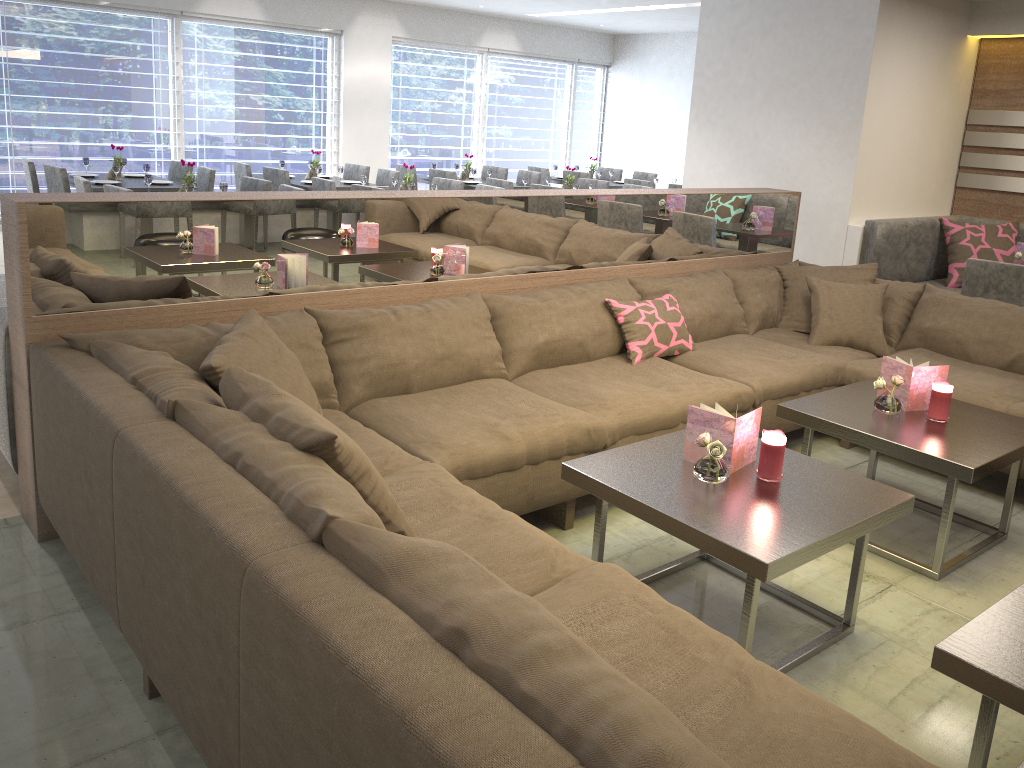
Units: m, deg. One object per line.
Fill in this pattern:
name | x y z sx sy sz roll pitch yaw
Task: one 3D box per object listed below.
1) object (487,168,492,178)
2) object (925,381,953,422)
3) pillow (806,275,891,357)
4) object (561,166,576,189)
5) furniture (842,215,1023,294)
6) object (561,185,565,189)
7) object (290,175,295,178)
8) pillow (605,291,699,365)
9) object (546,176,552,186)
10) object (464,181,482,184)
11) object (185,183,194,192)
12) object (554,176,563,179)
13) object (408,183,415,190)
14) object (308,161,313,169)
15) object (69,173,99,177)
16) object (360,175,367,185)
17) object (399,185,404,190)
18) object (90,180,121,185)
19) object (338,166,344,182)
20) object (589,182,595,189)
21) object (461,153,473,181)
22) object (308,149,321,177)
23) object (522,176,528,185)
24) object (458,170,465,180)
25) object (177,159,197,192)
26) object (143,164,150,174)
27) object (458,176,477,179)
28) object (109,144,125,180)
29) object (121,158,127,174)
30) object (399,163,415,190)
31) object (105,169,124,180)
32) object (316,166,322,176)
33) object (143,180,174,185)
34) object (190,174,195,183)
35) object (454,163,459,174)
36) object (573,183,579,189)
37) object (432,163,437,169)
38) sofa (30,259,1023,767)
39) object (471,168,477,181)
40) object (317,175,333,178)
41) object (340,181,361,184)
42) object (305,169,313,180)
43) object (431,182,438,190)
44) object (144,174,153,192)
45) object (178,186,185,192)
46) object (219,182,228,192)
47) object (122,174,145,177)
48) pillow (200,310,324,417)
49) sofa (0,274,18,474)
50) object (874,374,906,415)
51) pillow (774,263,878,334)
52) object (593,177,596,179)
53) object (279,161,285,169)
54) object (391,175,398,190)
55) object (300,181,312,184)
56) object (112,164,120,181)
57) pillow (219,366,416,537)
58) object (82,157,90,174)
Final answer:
object | -0.230 -2.141 9.055 0.053 0.137 0.054 5 14 7
object | 1.428 0.056 2.948 0.076 0.126 0.076 9 15 21
pillow | 1.527 -0.304 4.018 0.380 0.317 0.239 5 14 4
object | 0.508 -1.815 7.905 0.104 0.271 0.156 -9 18 -41
furniture | 3.072 0.316 2.598 4.280 0.838 5.724 -10 22 -38
object | 0.459 -1.747 7.970 0.070 0.098 0.206 9 17 19
object | -2.093 -1.899 8.088 0.218 0.015 0.220 -10 22 -38
pillow | 0.578 -0.234 3.621 0.467 0.248 0.182 -12 21 -43
object | 0.346 -1.888 8.343 0.053 0.137 0.054 5 14 7
object | -0.403 -1.989 8.729 0.218 0.015 0.219 12 19 26
object | -2.042 -1.202 5.601 0.053 0.137 0.054 5 14 7
object | 0.598 -2.401 10.287 0.218 0.015 0.219 12 19 26
object | -0.755 -1.442 6.653 0.053 0.137 0.054 5 14 7
object | -1.913 -2.049 8.408 0.053 0.137 0.054 4 13 2
object | -3.397 -1.655 7.021 0.218 0.015 0.220 -10 22 -38
object | -1.192 -1.601 7.086 0.053 0.137 0.054 4 13 2
object | -0.860 -1.501 6.892 0.070 0.098 0.206 9 17 19
object | -3.026 -1.499 6.585 0.218 0.015 0.220 -10 22 -38
object | -1.547 -1.895 7.978 0.053 0.137 0.054 4 13 2
object | 0.712 -1.735 7.913 0.053 0.137 0.054 5 14 7
object | -0.454 -2.220 9.036 0.104 0.271 0.156 -9 18 -41
object | -1.773 -1.974 7.958 0.104 0.271 0.156 -9 18 -41
object | 0.121 -1.846 8.159 0.053 0.137 0.054 5 14 7
object | -0.504 -2.152 9.100 0.070 0.098 0.206 9 17 19
object | -2.115 -1.326 5.761 0.104 0.271 0.156 -9 18 -41
object | -2.854 -1.651 6.909 0.053 0.137 0.054 4 13 2
object | -0.477 -2.201 9.408 0.218 0.015 0.219 12 19 26
object | -3.077 -1.730 6.892 0.104 0.271 0.156 -9 18 -41
object | -3.221 -1.805 7.339 0.053 0.137 0.054 4 13 2
object | -0.810 -1.569 6.828 0.104 0.271 0.156 -9 18 -41
object | -3.127 -1.662 6.956 0.070 0.098 0.206 9 17 19
object | -1.702 -1.848 7.791 0.053 0.137 0.054 4 13 2
object | -2.729 -1.555 6.828 0.218 0.015 0.220 -10 22 -38
object | -2.254 -1.403 6.218 0.053 0.137 0.054 5 14 7
object | -0.596 -2.295 9.485 0.053 0.137 0.054 5 14 7
object | 0.557 -1.687 7.726 0.053 0.137 0.054 5 14 7
object | -0.821 -2.253 9.301 0.053 0.137 0.054 5 14 7
sofa | 1.080 0.307 2.528 3.787 0.664 3.222 -10 22 -38
object | -0.385 -2.094 8.868 0.053 0.137 0.054 5 14 7
object | -1.795 -1.954 8.330 0.218 0.015 0.220 -10 22 -38
object | -1.424 -1.799 7.895 0.218 0.015 0.220 -10 22 -38
object | -1.823 -1.906 8.023 0.070 0.098 0.206 9 17 19
object | -0.600 -1.489 6.840 0.053 0.137 0.054 5 14 7
object | -2.479 -1.361 6.034 0.053 0.137 0.054 5 14 7
object | -2.164 -1.258 5.825 0.070 0.098 0.206 9 17 19
object | -1.888 -1.249 5.788 0.053 0.137 0.054 5 14 7
object | -3.100 -1.711 7.264 0.218 0.015 0.220 -10 22 -38
pillow | -0.676 0.017 2.440 0.297 0.350 0.512 2 16 -8
sofa | -0.337 -0.268 4.205 3.819 0.617 0.847 -10 21 -39
object | 1.276 0.031 2.997 0.102 0.130 0.093 7 15 14
pillow | 1.502 -0.396 4.215 0.528 0.387 0.296 9 15 18
object | 0.895 -2.457 10.530 0.217 0.015 0.221 7 17 12
object | -2.138 -2.007 8.224 0.053 0.137 0.054 4 13 2
object | -0.967 -1.643 7.270 0.053 0.137 0.054 5 14 7
object | -1.721 -1.743 7.652 0.218 0.015 0.220 -10 22 -38
object | -3.009 -1.604 6.722 0.053 0.137 0.054 5 14 7
pillow | -0.452 0.160 2.009 0.314 0.333 0.500 -11 21 -44
object | -3.446 -1.763 7.155 0.053 0.137 0.054 5 14 7
